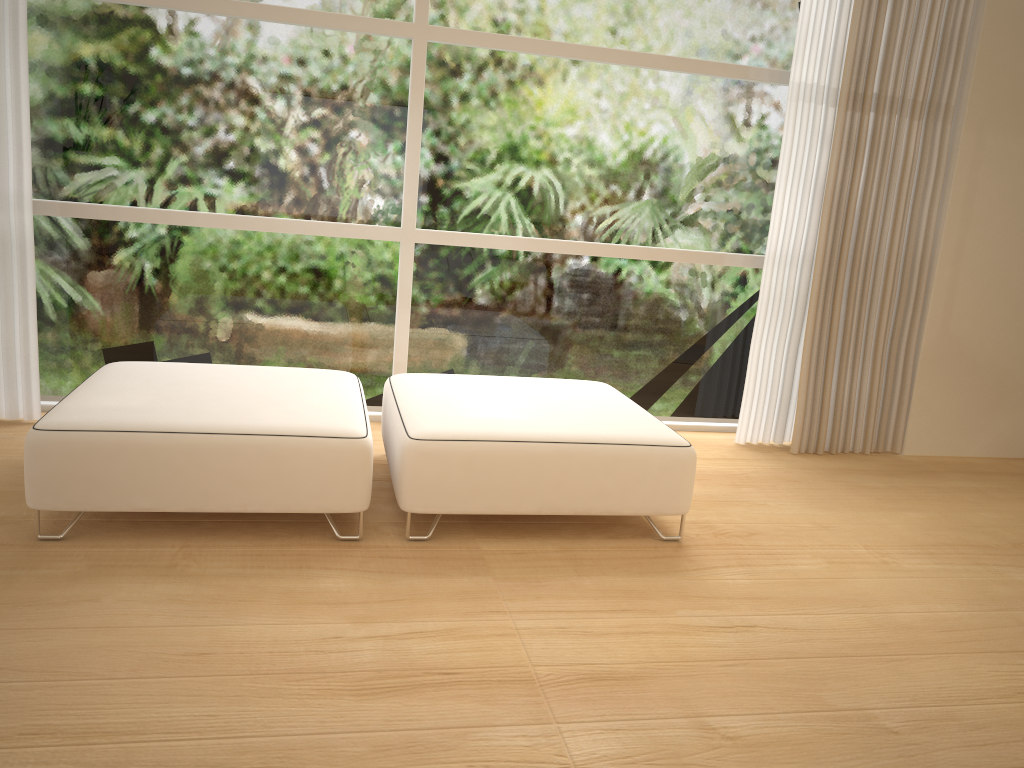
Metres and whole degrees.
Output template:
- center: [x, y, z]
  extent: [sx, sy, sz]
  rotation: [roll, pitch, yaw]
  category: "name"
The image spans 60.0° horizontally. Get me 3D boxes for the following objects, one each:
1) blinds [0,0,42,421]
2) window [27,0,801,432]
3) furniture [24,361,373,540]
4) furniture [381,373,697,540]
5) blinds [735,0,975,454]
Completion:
- center: [-2.194, -1.485, 3.068]
  extent: [0.950, 3.352, 0.211]
  rotation: [2, 12, -14]
  category: "blinds"
- center: [-0.389, -1.476, 3.724]
  extent: [4.781, 3.371, 0.071]
  rotation: [2, 12, -13]
  category: "window"
- center: [-0.974, 0.185, 2.973]
  extent: [0.965, 0.346, 0.964]
  rotation: [2, 12, -13]
  category: "furniture"
- center: [0.037, 0.226, 3.198]
  extent: [0.965, 0.346, 0.964]
  rotation: [2, 12, -13]
  category: "furniture"
- center: [1.604, -1.321, 3.861]
  extent: [0.814, 3.351, 0.202]
  rotation: [2, 12, -14]
  category: "blinds"
